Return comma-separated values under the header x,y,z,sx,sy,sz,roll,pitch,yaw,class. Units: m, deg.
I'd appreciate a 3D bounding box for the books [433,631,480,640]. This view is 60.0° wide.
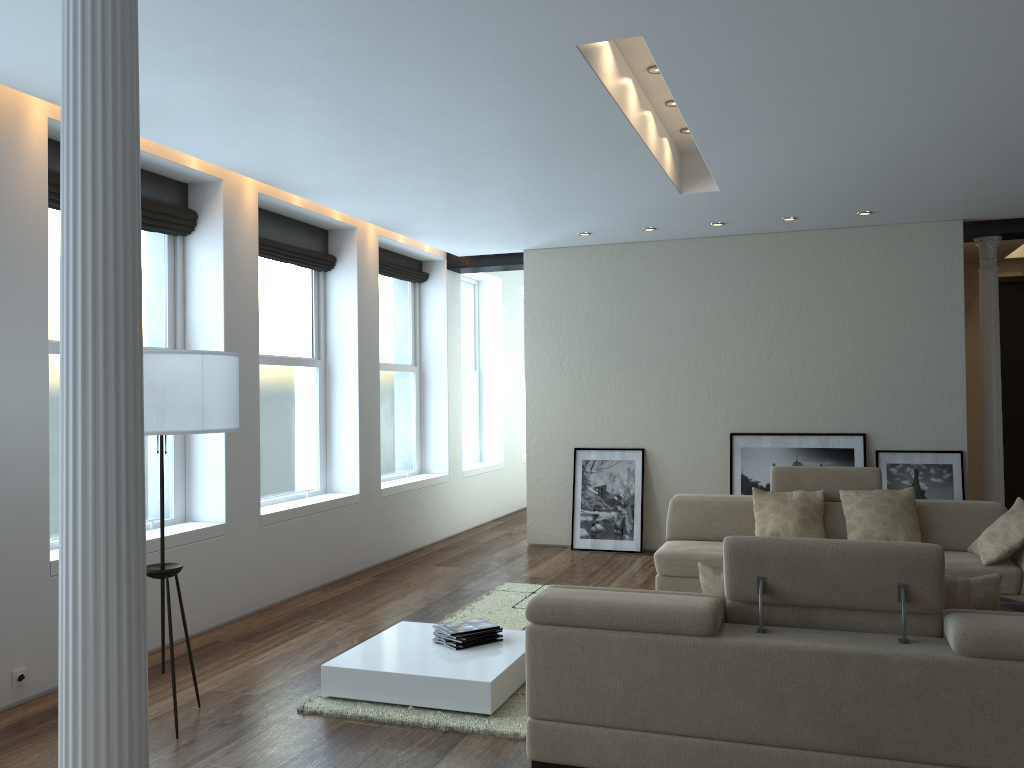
x,y,z,sx,sy,sz,roll,pitch,yaw,class
-0.249,1.337,4.817,0.220,0.010,0.300,-1,-1,34,books

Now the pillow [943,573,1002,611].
x,y,z,sx,sy,sz,roll,pitch,yaw,class
1.654,0.933,3.519,0.534,0.439,0.301,-1,-1,23,pillow

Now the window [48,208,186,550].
x,y,z,sx,sy,sz,roll,pitch,yaw,class
-2.508,-0.183,5.433,0.123,2.400,1.442,-1,-1,19,window

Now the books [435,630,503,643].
x,y,z,sx,sy,sz,roll,pitch,yaw,class
-0.234,1.346,4.796,0.220,0.010,0.300,-2,-1,44,books

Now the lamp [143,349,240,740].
x,y,z,sx,sy,sz,roll,pitch,yaw,class
-1.631,0.721,4.137,0.698,1.728,0.698,-1,-1,43,lamp

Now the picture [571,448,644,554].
x,y,z,sx,sy,sz,roll,pitch,yaw,class
0.928,1.123,8.615,0.700,0.988,0.195,-1,-1,19,picture

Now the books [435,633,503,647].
x,y,z,sx,sy,sz,roll,pitch,yaw,class
-0.234,1.366,4.796,0.300,0.010,0.220,0,-1,-36,books

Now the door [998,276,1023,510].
x,y,z,sx,sy,sz,roll,pitch,yaw,class
6.005,0.171,10.175,1.037,2.814,0.246,-1,-1,19,door

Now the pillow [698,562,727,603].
x,y,z,sx,sy,sz,roll,pitch,yaw,class
1.069,0.954,3.736,0.519,0.416,0.368,-1,-1,24,pillow

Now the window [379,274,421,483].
x,y,z,sx,sy,sz,roll,pitch,yaw,class
-1.277,-0.149,8.970,0.123,2.400,1.563,-1,-1,19,window

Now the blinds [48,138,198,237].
x,y,z,sx,sy,sz,roll,pitch,yaw,class
-2.461,-1.192,5.429,0.156,0.424,1.439,-1,-1,19,blinds

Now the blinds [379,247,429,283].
x,y,z,sx,sy,sz,roll,pitch,yaw,class
-1.231,-1.219,8.966,0.156,0.275,1.563,-1,-1,19,blinds

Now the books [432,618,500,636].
x,y,z,sx,sy,sz,roll,pitch,yaw,class
-0.250,1.318,4.817,0.300,0.010,0.220,0,-1,-31,books

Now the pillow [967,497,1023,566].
x,y,z,sx,sy,sz,roll,pitch,yaw,class
3.272,0.968,5.852,0.395,0.393,0.518,-1,-1,16,pillow

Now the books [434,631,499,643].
x,y,z,sx,sy,sz,roll,pitch,yaw,class
-0.249,1.357,4.817,0.300,0.010,0.220,0,-1,-21,books

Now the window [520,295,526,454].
x,y,z,sx,sy,sz,roll,pitch,yaw,class
0.009,-0.112,12.663,0.123,2.400,1.289,-1,-1,19,window

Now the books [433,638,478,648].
x,y,z,sx,sy,sz,roll,pitch,yaw,class
-0.249,1.376,4.816,0.220,0.010,0.300,-1,-1,39,books

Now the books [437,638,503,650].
x,y,z,sx,sy,sz,roll,pitch,yaw,class
-0.234,1.385,4.796,0.300,0.010,0.220,0,-1,-36,books

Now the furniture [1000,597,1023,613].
x,y,z,sx,sy,sz,roll,pitch,yaw,class
2.290,1.350,4.724,1.057,0.355,1.057,-1,-1,21,furniture

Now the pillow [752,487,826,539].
x,y,z,sx,sy,sz,roll,pitch,yaw,class
2.038,0.982,6.520,0.519,0.416,0.368,-1,-1,15,pillow

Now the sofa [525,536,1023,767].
x,y,z,sx,sy,sz,roll,pitch,yaw,class
1.420,1.067,3.613,2.581,0.950,1.021,-1,-1,19,sofa

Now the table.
x,y,z,sx,sy,sz,roll,pitch,yaw,class
-0.373,1.475,4.670,0.900,0.170,0.900,-1,-1,19,table

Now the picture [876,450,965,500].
x,y,z,sx,sy,sz,roll,pitch,yaw,class
3.549,1.077,7.701,0.700,0.988,0.195,-1,-1,19,picture

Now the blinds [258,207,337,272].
x,y,z,sx,sy,sz,roll,pitch,yaw,class
-1.856,-1.182,7.167,0.156,0.393,1.442,-1,-1,19,blinds

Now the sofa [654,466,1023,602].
x,y,z,sx,sy,sz,roll,pitch,yaw,class
2.389,1.095,6.396,2.581,0.950,1.021,-1,-1,19,sofa

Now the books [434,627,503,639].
x,y,z,sx,sy,sz,roll,pitch,yaw,class
-0.235,1.327,4.797,0.300,0.010,0.220,0,-1,-36,books

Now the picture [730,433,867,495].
x,y,z,sx,sy,sz,roll,pitch,yaw,class
2.580,1.020,8.025,1.183,1.140,0.225,-1,-1,19,picture

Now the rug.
x,y,z,sx,sy,sz,roll,pitch,yaw,class
1.452,1.551,4.989,4.231,0.020,2.972,-1,-1,19,rug

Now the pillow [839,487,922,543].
x,y,z,sx,sy,sz,roll,pitch,yaw,class
2.632,0.961,6.327,0.534,0.439,0.301,-1,-1,16,pillow

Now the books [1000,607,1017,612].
x,y,z,sx,sy,sz,roll,pitch,yaw,class
2.432,1.160,4.492,0.301,0.040,0.220,0,-1,-36,books

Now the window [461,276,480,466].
x,y,z,sx,sy,sz,roll,pitch,yaw,class
-0.663,-0.131,10.733,0.123,2.400,1.373,-1,-1,19,window

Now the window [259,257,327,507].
x,y,z,sx,sy,sz,roll,pitch,yaw,class
-1.902,-0.166,7.173,0.123,2.400,1.443,-1,-1,19,window
